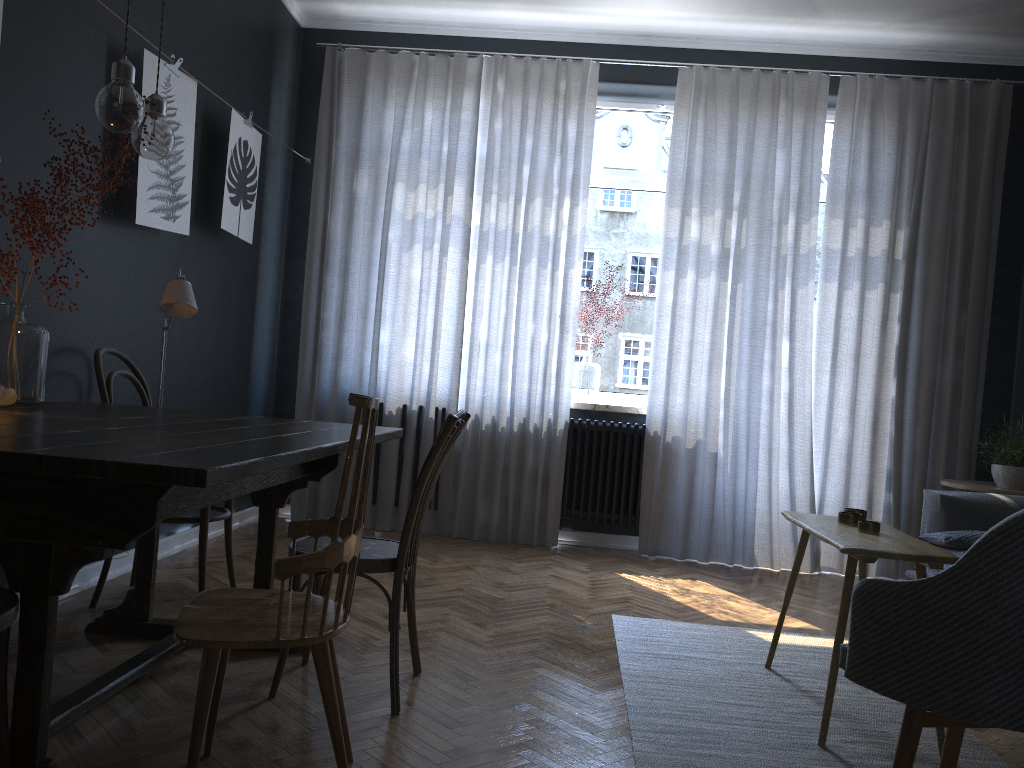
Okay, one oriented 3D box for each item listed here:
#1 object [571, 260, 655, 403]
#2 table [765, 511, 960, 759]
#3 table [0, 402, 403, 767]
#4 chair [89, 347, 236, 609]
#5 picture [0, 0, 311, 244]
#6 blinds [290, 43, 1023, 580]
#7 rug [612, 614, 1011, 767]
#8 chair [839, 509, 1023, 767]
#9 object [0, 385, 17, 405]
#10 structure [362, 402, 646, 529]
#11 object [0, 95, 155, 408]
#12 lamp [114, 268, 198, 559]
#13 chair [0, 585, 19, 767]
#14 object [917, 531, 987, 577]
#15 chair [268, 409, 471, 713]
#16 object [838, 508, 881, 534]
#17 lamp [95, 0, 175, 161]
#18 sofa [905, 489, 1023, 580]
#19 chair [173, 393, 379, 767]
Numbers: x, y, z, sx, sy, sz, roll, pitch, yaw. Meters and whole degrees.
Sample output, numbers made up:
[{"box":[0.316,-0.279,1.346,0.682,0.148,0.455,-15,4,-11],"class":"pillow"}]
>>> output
[{"box":[0.491,-0.292,5.197,0.514,0.810,0.599,4,0,-22],"class":"object"},{"box":[1.033,0.717,2.691,0.339,0.550,0.787,5,0,4],"class":"table"},{"box":[-1.011,0.458,2.241,1.126,0.727,1.604,5,0,4],"class":"table"},{"box":[-1.275,0.343,3.289,0.549,0.921,0.438,5,1,2],"class":"chair"},{"box":[-1.410,-0.998,3.119,0.058,0.771,4.457,5,0,4],"class":"picture"},{"box":[0.745,-0.429,5.088,3.992,2.789,0.312,5,1,4],"class":"blinds"},{"box":[0.830,0.974,2.572,1.003,0.013,2.011,5,0,4],"class":"rug"},{"box":[1.033,0.579,1.756,0.645,0.811,0.494,5,0,-18],"class":"chair"},{"box":[-1.364,0.029,2.181,0.252,0.072,0.254,5,0,11],"class":"object"},{"box":[-0.017,0.467,5.211,1.846,0.600,0.216,5,1,4],"class":"structure"},{"box":[-1.377,-0.401,2.485,0.639,0.931,0.556,4,0,-25],"class":"object"},{"box":[-1.280,0.142,3.144,0.242,1.069,0.799,4,1,-41],"class":"lamp"},{"box":[-1.064,0.353,1.400,0.438,0.921,0.549,5,0,7],"class":"chair"},{"box":[1.887,0.686,3.417,0.490,0.329,0.666,5,0,9],"class":"object"},{"box":[-0.397,0.462,2.537,0.467,0.820,0.363,5,1,4],"class":"chair"},{"box":[1.093,0.431,2.820,0.103,0.033,0.369,5,0,15],"class":"object"},{"box":[-0.289,-1.342,1.993,1.589,1.574,0.583,5,1,35],"class":"lamp"},{"box":[2.153,0.682,2.820,0.970,0.798,2.340,5,0,4],"class":"sofa"},{"box":[-0.497,0.438,1.889,0.384,0.856,0.456,5,1,-11],"class":"chair"}]
